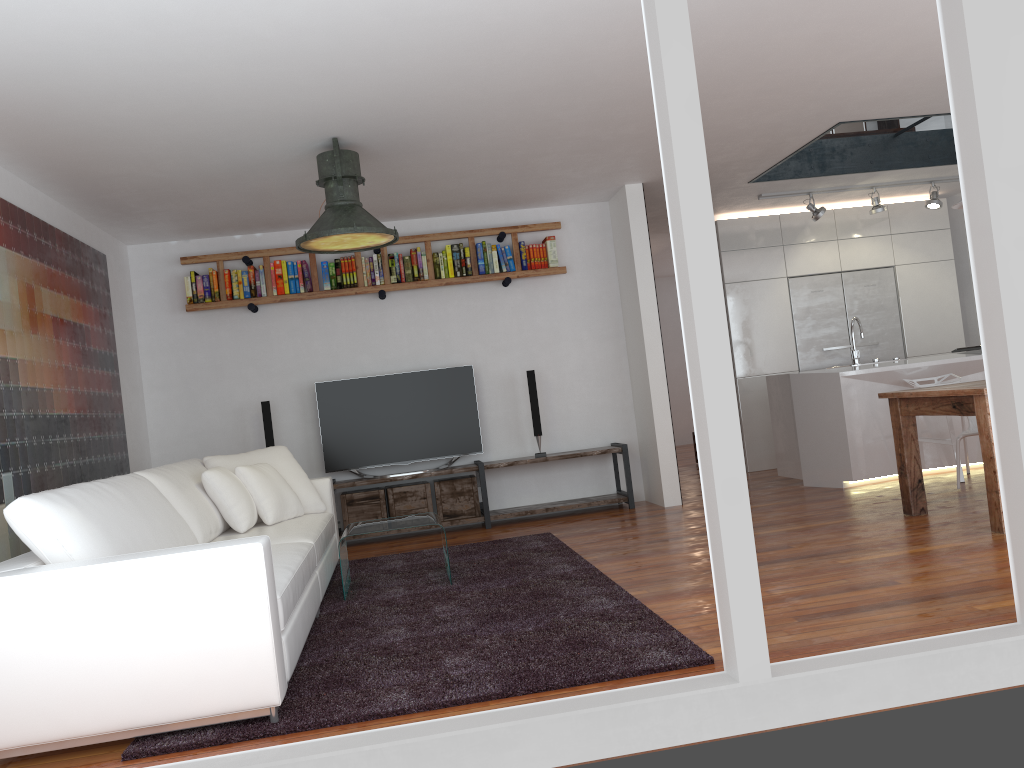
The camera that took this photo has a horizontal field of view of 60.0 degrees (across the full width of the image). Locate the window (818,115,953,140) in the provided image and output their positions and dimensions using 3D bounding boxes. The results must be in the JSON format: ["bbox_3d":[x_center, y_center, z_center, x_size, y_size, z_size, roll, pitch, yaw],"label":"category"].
[{"bbox_3d":[3.349,-2.132,6.746,2.700,0.035,1.546,-7,-1,-8],"label":"window"}]

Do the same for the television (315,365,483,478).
[{"bbox_3d":[-0.873,0.311,6.943,1.230,0.786,0.298,-7,-1,-8],"label":"television"}]

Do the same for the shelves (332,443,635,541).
[{"bbox_3d":[-0.801,0.932,6.925,3.473,0.506,0.414,-7,-1,-8],"label":"shelves"}]

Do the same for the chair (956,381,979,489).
[{"bbox_3d":[3.208,0.323,5.834,0.577,0.710,0.505,-7,-1,-18],"label":"chair"}]

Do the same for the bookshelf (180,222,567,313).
[{"bbox_3d":[-1.056,-0.910,7.050,2.983,0.465,0.161,-7,-1,-8],"label":"bookshelf"}]

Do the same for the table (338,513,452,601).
[{"bbox_3d":[-0.650,0.942,4.930,0.565,0.337,0.551,-7,-1,-8],"label":"table"}]

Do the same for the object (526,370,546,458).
[{"bbox_3d":[0.187,0.234,7.010,0.089,0.687,0.089,-7,-1,2],"label":"object"}]

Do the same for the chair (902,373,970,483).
[{"bbox_3d":[3.142,0.318,6.474,0.492,0.765,0.428,-7,-1,2],"label":"chair"}]

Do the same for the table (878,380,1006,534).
[{"bbox_3d":[3.248,0.292,4.981,1.910,0.735,0.969,-7,-1,-8],"label":"table"}]

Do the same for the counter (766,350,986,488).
[{"bbox_3d":[3.394,0.232,7.195,2.289,0.903,0.956,-7,-1,-8],"label":"counter"}]

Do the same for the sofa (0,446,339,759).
[{"bbox_3d":[-1.458,0.788,4.296,0.987,0.842,3.086,-7,-1,-8],"label":"sofa"}]

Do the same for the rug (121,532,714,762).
[{"bbox_3d":[-0.465,1.089,4.416,1.895,0.019,3.193,-7,-1,-8],"label":"rug"}]

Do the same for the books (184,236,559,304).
[{"bbox_3d":[0.141,-1.905,7.483,5.671,1.974,0.733,-7,-1,-18],"label":"books"}]

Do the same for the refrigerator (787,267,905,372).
[{"bbox_3d":[3.332,-0.195,8.673,1.119,1.811,0.142,-7,-1,-8],"label":"refrigerator"}]

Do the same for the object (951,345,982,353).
[{"bbox_3d":[3.954,-0.309,7.495,0.298,0.036,0.325,-7,-1,-18],"label":"object"}]

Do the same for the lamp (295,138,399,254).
[{"bbox_3d":[-0.955,-1.066,4.987,0.572,0.561,0.572,-7,-1,-3],"label":"lamp"}]

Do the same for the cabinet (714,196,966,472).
[{"bbox_3d":[3.233,-0.519,9.131,2.404,2.506,0.946,-7,-1,-8],"label":"cabinet"}]

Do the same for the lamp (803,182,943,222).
[{"bbox_3d":[3.263,-1.647,8.022,1.324,0.254,0.154,-7,-1,-7],"label":"lamp"}]

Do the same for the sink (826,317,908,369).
[{"bbox_3d":[2.939,-0.280,7.405,0.492,0.570,0.459,-7,-1,-8],"label":"sink"}]

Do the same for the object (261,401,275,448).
[{"bbox_3d":[-1.845,0.474,6.758,0.089,0.687,0.089,-6,-1,-23],"label":"object"}]

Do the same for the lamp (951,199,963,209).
[{"bbox_3d":[2.662,-1.039,4.958,0.372,0.306,0.372,-7,-1,-13],"label":"lamp"}]

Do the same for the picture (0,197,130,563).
[{"bbox_3d":[-2.576,0.099,4.893,0.007,2.136,2.770,-7,-1,-8],"label":"picture"}]
